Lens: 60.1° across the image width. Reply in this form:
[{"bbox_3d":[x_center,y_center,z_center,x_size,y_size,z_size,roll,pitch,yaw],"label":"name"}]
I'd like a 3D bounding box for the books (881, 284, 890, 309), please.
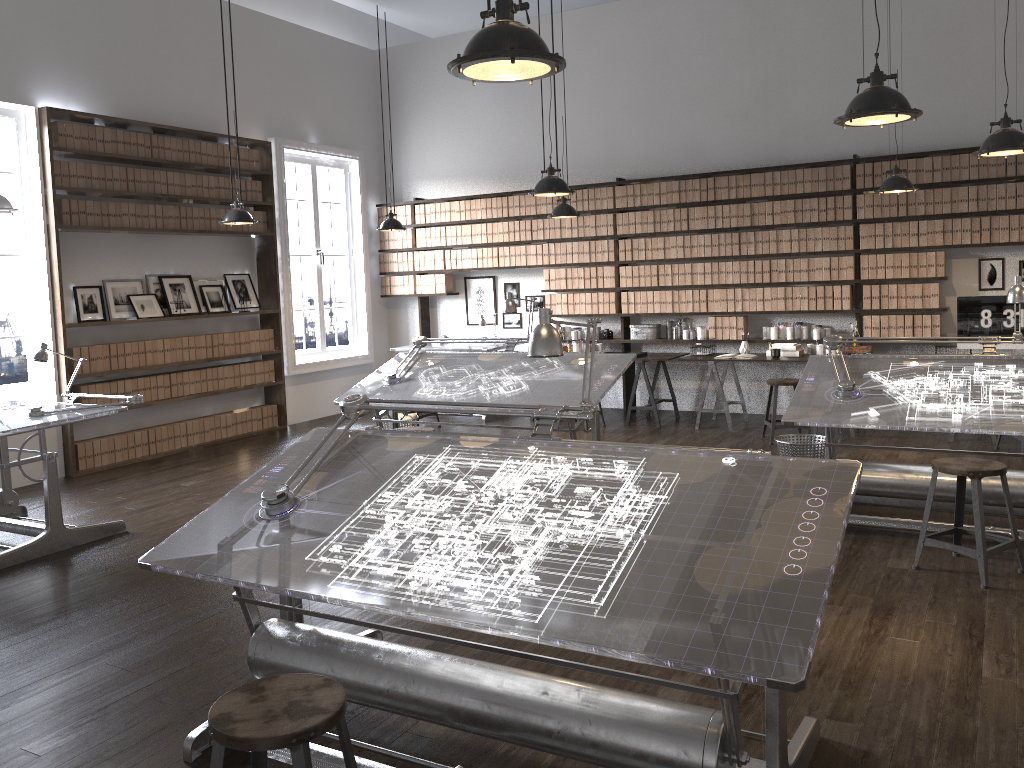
[{"bbox_3d":[3.401,-0.792,8.058,0.067,0.225,0.175,0,5,29],"label":"books"}]

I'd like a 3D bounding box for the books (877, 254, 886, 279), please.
[{"bbox_3d":[3.365,-1.065,8.048,0.067,0.225,0.175,0,5,30],"label":"books"}]

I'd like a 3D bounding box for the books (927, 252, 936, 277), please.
[{"bbox_3d":[3.723,-1.056,7.846,0.067,0.225,0.175,0,5,30],"label":"books"}]

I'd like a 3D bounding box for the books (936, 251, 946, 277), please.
[{"bbox_3d":[3.788,-1.055,7.815,0.067,0.225,0.175,0,5,30],"label":"books"}]

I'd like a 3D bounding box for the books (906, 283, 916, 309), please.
[{"bbox_3d":[3.586,-0.787,7.952,0.067,0.225,0.175,0,5,30],"label":"books"}]

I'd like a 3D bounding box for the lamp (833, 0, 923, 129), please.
[{"bbox_3d":[1.332,-2.106,3.264,0.313,2.258,0.311,-5,5,-36],"label":"lamp"}]

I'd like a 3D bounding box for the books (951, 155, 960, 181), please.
[{"bbox_3d":[3.861,-1.870,7.701,0.067,0.225,0.175,0,5,29],"label":"books"}]

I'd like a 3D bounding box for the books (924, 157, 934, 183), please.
[{"bbox_3d":[3.675,-1.874,7.802,0.067,0.225,0.175,0,5,29],"label":"books"}]

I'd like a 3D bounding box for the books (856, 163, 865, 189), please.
[{"bbox_3d":[3.189,-1.888,8.080,0.067,0.225,0.175,0,5,30],"label":"books"}]

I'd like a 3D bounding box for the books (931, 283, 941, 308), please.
[{"bbox_3d":[3.757,-0.782,7.853,0.067,0.225,0.175,0,5,30],"label":"books"}]

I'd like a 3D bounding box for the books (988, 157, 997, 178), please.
[{"bbox_3d":[4.102,-1.863,7.562,0.067,0.225,0.175,0,5,30],"label":"books"}]

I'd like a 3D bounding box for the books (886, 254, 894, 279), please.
[{"bbox_3d":[3.429,-1.064,8.014,0.067,0.225,0.175,0,5,29],"label":"books"}]

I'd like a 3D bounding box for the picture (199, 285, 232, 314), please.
[{"bbox_3d":[-2.949,-0.842,8.802,0.127,0.289,0.291,0,6,29],"label":"picture"}]

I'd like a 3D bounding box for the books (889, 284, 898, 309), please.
[{"bbox_3d":[3.461,-0.790,8.018,0.067,0.225,0.175,0,5,29],"label":"books"}]

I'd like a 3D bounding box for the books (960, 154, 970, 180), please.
[{"bbox_3d":[3.920,-1.868,7.663,0.067,0.225,0.175,0,5,30],"label":"books"}]

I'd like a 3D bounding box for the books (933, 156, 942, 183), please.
[{"bbox_3d":[3.737,-1.873,7.765,0.067,0.225,0.175,0,5,30],"label":"books"}]

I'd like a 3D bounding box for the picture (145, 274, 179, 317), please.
[{"bbox_3d":[-3.260,-0.833,8.342,0.091,0.404,0.371,0,6,29],"label":"picture"}]

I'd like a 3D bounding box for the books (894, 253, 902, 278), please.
[{"bbox_3d":[3.484,-1.063,7.984,0.067,0.225,0.175,0,5,29],"label":"books"}]

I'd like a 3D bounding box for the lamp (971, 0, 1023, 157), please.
[{"bbox_3d":[2.484,-2.301,4.461,0.313,2.245,0.311,-5,5,-36],"label":"lamp"}]

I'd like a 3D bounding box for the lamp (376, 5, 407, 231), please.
[{"bbox_3d":[-1.268,-2.680,8.931,0.310,2.245,0.314,-2,4,9],"label":"lamp"}]

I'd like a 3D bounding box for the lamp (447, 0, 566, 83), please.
[{"bbox_3d":[-0.058,-1.935,2.236,0.310,2.245,0.314,-2,4,9],"label":"lamp"}]

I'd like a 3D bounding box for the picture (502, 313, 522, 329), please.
[{"bbox_3d":[0.004,-0.727,10.178,0.251,0.183,0.023,1,5,29],"label":"picture"}]

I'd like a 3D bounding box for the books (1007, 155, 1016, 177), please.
[{"bbox_3d":[4.222,-1.860,7.490,0.067,0.225,0.175,0,5,30],"label":"books"}]

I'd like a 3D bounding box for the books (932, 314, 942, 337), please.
[{"bbox_3d":[3.775,-0.507,7.870,0.067,0.225,0.175,0,5,29],"label":"books"}]

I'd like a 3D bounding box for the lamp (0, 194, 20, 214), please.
[{"bbox_3d":[-3.263,-2.181,5.398,0.310,2.245,0.314,-2,4,9],"label":"lamp"}]

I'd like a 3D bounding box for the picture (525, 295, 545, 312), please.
[{"bbox_3d":[0.265,-0.911,10.014,0.251,0.183,0.023,1,5,29],"label":"picture"}]

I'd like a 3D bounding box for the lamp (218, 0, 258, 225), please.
[{"bbox_3d":[-2.278,-2.428,7.150,0.310,2.245,0.314,-2,4,9],"label":"lamp"}]

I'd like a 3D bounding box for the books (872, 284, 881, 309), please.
[{"bbox_3d":[3.333,-0.793,8.090,0.067,0.225,0.175,0,5,30],"label":"books"}]

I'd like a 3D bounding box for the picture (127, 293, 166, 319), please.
[{"bbox_3d":[-3.325,-0.706,8.064,0.144,0.228,0.301,0,6,29],"label":"picture"}]

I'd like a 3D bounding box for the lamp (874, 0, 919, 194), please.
[{"bbox_3d":[2.855,-2.570,6.608,0.313,2.245,0.311,-5,5,-36],"label":"lamp"}]

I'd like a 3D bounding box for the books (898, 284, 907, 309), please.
[{"bbox_3d":[3.525,-0.789,7.987,0.067,0.225,0.175,0,5,30],"label":"books"}]

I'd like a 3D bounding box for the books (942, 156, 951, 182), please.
[{"bbox_3d":[3.800,-1.871,7.734,0.067,0.225,0.175,0,5,29],"label":"books"}]

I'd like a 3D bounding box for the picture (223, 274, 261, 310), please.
[{"bbox_3d":[-2.779,-0.956,9.128,0.161,0.363,0.344,0,6,29],"label":"picture"}]

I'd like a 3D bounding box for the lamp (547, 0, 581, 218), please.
[{"bbox_3d":[0.430,-2.635,7.978,0.310,2.245,0.314,-2,4,9],"label":"lamp"}]

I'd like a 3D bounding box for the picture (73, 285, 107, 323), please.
[{"bbox_3d":[-3.655,-0.693,7.670,0.058,0.314,0.268,0,5,29],"label":"picture"}]

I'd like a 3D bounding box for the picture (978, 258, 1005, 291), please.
[{"bbox_3d":[4.210,-0.962,7.774,0.201,0.283,0.022,0,5,29],"label":"picture"}]

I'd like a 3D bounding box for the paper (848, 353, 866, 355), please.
[{"bbox_3d":[3.026,-0.252,7.823,0.155,0.038,0.138,4,9,44],"label":"paper"}]

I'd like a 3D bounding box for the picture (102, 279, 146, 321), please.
[{"bbox_3d":[-3.466,-0.760,7.968,0.083,0.364,0.417,0,6,29],"label":"picture"}]

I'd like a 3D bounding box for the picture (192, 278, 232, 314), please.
[{"bbox_3d":[-2.992,-0.875,8.810,0.095,0.360,0.435,0,6,29],"label":"picture"}]

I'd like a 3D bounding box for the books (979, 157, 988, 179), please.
[{"bbox_3d":[4.045,-1.864,7.589,0.067,0.225,0.175,0,5,29],"label":"books"}]

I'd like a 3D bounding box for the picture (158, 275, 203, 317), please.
[{"bbox_3d":[-3.152,-0.840,8.425,0.149,0.390,0.375,0,6,29],"label":"picture"}]

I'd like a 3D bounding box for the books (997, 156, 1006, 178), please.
[{"bbox_3d":[4.160,-1.862,7.532,0.067,0.225,0.175,0,5,29],"label":"books"}]

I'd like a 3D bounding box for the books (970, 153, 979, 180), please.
[{"bbox_3d":[3.982,-1.866,7.625,0.067,0.225,0.175,0,5,30],"label":"books"}]

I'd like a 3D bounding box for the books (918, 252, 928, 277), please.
[{"bbox_3d":[3.664,-1.058,7.884,0.067,0.225,0.175,0,5,29],"label":"books"}]

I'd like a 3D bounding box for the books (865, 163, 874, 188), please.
[{"bbox_3d":[3.251,-1.886,8.039,0.067,0.225,0.175,0,5,29],"label":"books"}]

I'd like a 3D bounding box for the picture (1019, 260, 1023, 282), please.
[{"bbox_3d":[4.499,-0.975,7.608,0.251,0.183,0.023,1,5,29],"label":"picture"}]

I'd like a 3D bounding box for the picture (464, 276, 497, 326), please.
[{"bbox_3d":[-0.364,-0.970,10.355,0.415,0.573,0.040,0,5,30],"label":"picture"}]

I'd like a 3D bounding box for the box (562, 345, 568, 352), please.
[{"bbox_3d":[0.478,-0.367,9.435,0.212,0.083,0.138,1,7,29],"label":"box"}]

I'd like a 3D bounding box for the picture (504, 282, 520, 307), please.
[{"bbox_3d":[0.002,-1.019,10.155,0.201,0.283,0.022,0,5,29],"label":"picture"}]

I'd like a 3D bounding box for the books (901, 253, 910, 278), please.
[{"bbox_3d":[3.540,-1.060,7.947,0.067,0.225,0.175,0,5,30],"label":"books"}]

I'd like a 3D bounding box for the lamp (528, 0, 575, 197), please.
[{"bbox_3d":[0.216,-2.362,5.742,0.313,2.245,0.311,-6,5,-40],"label":"lamp"}]

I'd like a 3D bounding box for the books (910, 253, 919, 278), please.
[{"bbox_3d":[3.602,-1.060,7.919,0.067,0.225,0.175,0,5,29],"label":"books"}]

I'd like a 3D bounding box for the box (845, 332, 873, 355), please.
[{"bbox_3d":[3.112,-0.358,7.943,0.212,0.206,0.138,1,6,30],"label":"box"}]

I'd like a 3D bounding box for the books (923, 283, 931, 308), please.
[{"bbox_3d":[3.703,-0.784,7.885,0.067,0.225,0.175,0,5,30],"label":"books"}]

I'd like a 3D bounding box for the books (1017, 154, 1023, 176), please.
[{"bbox_3d":[4.290,-1.858,7.458,0.067,0.225,0.175,0,5,29],"label":"books"}]

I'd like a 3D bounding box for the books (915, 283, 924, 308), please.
[{"bbox_3d":[3.642,-0.785,7.914,0.067,0.225,0.175,0,5,29],"label":"books"}]
